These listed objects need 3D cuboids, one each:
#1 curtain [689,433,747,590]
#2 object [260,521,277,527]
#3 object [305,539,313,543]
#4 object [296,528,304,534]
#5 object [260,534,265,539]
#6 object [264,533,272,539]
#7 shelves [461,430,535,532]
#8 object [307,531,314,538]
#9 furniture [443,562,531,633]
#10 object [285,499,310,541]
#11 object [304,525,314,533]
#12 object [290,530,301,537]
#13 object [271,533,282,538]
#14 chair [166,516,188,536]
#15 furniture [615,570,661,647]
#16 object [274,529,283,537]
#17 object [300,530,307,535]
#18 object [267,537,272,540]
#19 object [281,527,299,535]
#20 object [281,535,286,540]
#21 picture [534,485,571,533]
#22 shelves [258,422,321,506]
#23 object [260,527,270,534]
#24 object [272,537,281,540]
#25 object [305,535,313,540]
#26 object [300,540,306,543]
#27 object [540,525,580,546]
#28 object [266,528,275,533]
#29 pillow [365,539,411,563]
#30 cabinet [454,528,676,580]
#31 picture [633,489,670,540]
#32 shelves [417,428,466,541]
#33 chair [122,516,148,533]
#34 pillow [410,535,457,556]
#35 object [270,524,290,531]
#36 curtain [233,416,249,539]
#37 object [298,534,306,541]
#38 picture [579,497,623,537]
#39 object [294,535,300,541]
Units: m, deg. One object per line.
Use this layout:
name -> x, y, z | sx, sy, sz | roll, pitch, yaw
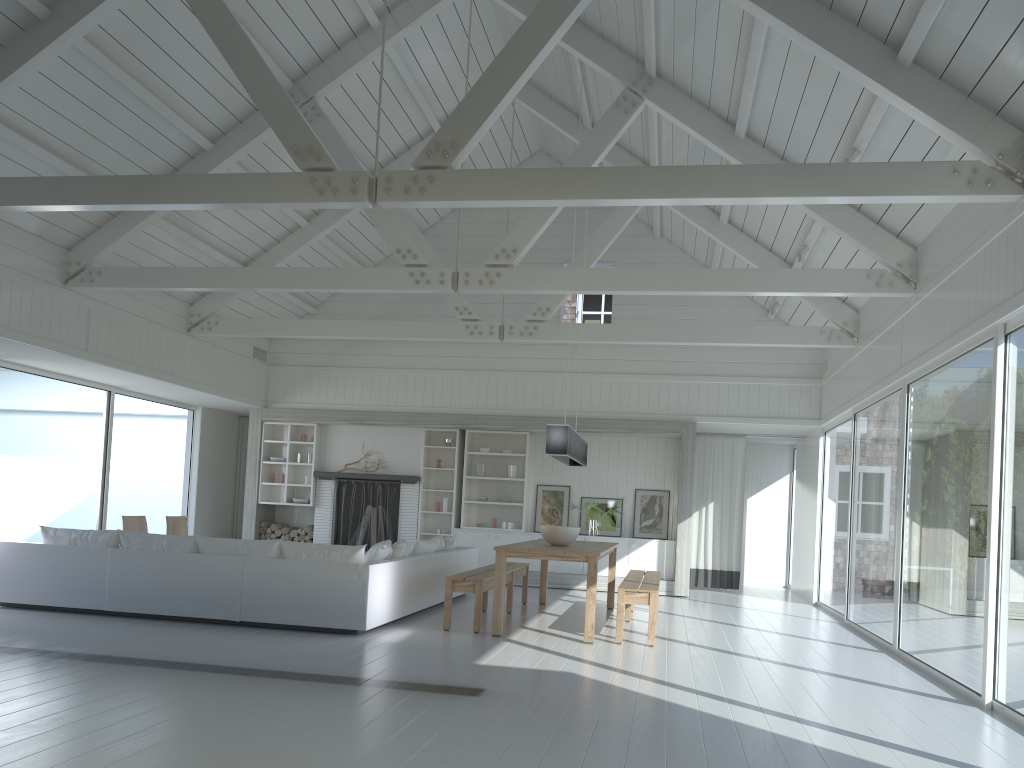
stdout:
curtain -> 3.029, 1.927, 13.482 | 1.005, 2.361, 0.117 | 2, -2, 11
object -> -3.756, 2.162, 13.606 | 0.080, 0.079, 0.481 | 2, -8, 9
object -> -3.016, 2.432, 13.478 | 0.110, 0.110, 0.498 | 2, -8, 9
object -> -3.176, 2.250, 13.500 | 0.086, 0.091, 0.483 | 2, -8, 9
object -> -3.750, 2.341, 13.598 | 0.080, 0.079, 0.481 | 2, -8, 9
object -> -3.663, 2.340, 13.596 | 0.109, 0.109, 0.498 | 2, -8, 9
shelves -> -0.196, 1.440, 13.060 | 0.938, 1.438, 0.608 | 2, -3, 10
object -> -2.987, 2.298, 13.478 | 0.109, 0.109, 0.498 | 2, -8, 9
furniture -> -0.195, 2.122, 8.977 | 0.340, 0.468, 2.702 | 2, -8, 10
object -> -3.260, 2.080, 13.498 | 0.341, 0.640, 0.616 | 3, -5, -5
object -> -3.046, 2.217, 13.492 | 0.110, 0.110, 0.498 | 2, -8, 9
object -> -3.254, 2.288, 13.525 | 0.109, 0.109, 0.498 | 2, -8, 9
object -> -3.572, 2.333, 13.573 | 0.080, 0.079, 0.481 | 2, -8, 9
chair -> -3.971, 2.015, 10.787 | 0.554, 0.777, 0.599 | 2, -4, 10
furniture -> 1.279, 2.161, 8.714 | 0.340, 0.468, 2.702 | 2, -8, 10
object -> -3.507, 2.290, 13.570 | 0.109, 0.109, 0.498 | 2, -8, 9
object -> -3.114, 2.262, 13.488 | 0.080, 0.079, 0.481 | 2, -8, 9
object -> -3.650, 2.433, 13.606 | 0.134, 0.146, 0.552 | 2, -8, 10
object -> -3.404, 2.258, 13.553 | 0.109, 0.109, 0.498 | 2, -8, 9
object -> -3.425, 2.349, 13.540 | 0.080, 0.079, 0.481 | 2, -8, 9
picture -> 0.589, 1.829, 12.865 | 0.494, 0.701, 0.066 | 2, -2, 10
shelves -> -3.325, 1.236, 13.491 | 0.865, 1.234, 0.552 | 2, -3, 10
object -> -3.741, 2.254, 13.613 | 0.109, 0.109, 0.498 | 2, -8, 9
object -> -3.550, 2.418, 13.573 | 0.110, 0.110, 0.498 | 2, -8, 9
object -> -3.038, 2.347, 13.478 | 0.080, 0.079, 0.481 | 2, -8, 9
object -> -3.115, 2.447, 13.511 | 0.134, 0.146, 0.552 | 2, -8, 10
object -> 0.457, 1.460, 8.461 | 0.389, 0.184, 0.392 | 3, -7, 1
object -> -3.648, 2.248, 13.584 | 0.080, 0.079, 0.481 | 2, -8, 9
pillow -> -1.236, 1.732, 8.422 | 0.466, 0.475, 1.328 | 3, -7, 2
cabinet -> 0.757, 2.459, 12.825 | 3.179, 0.549, 0.658 | 2, -6, 10
picture -> 1.996, 1.866, 12.613 | 0.494, 0.701, 0.066 | 2, -2, 10
shelves -> -1.040, 1.694, 13.199 | 0.540, 1.992, 0.608 | 3, -2, 10
chair -> -4.162, 1.897, 10.028 | 0.554, 0.777, 0.599 | 2, -4, 10
pillow -> -0.909, 1.980, 10.052 | 0.462, 0.475, 2.073 | 3, -8, 3
object -> -3.572, 2.210, 13.586 | 0.110, 0.110, 0.498 | 2, -8, 9
curtain -> -4.324, 1.713, 14.651 | 0.629, 2.361, 0.117 | 3, -2, 9
object -> -3.129, 2.355, 13.500 | 0.109, 0.109, 0.498 | 2, -8, 9
picture -> 1.288, 1.923, 12.747 | 0.608, 0.551, 0.054 | 2, -2, 10
object -> -3.215, 2.355, 13.503 | 0.080, 0.079, 0.481 | 2, -8, 9
